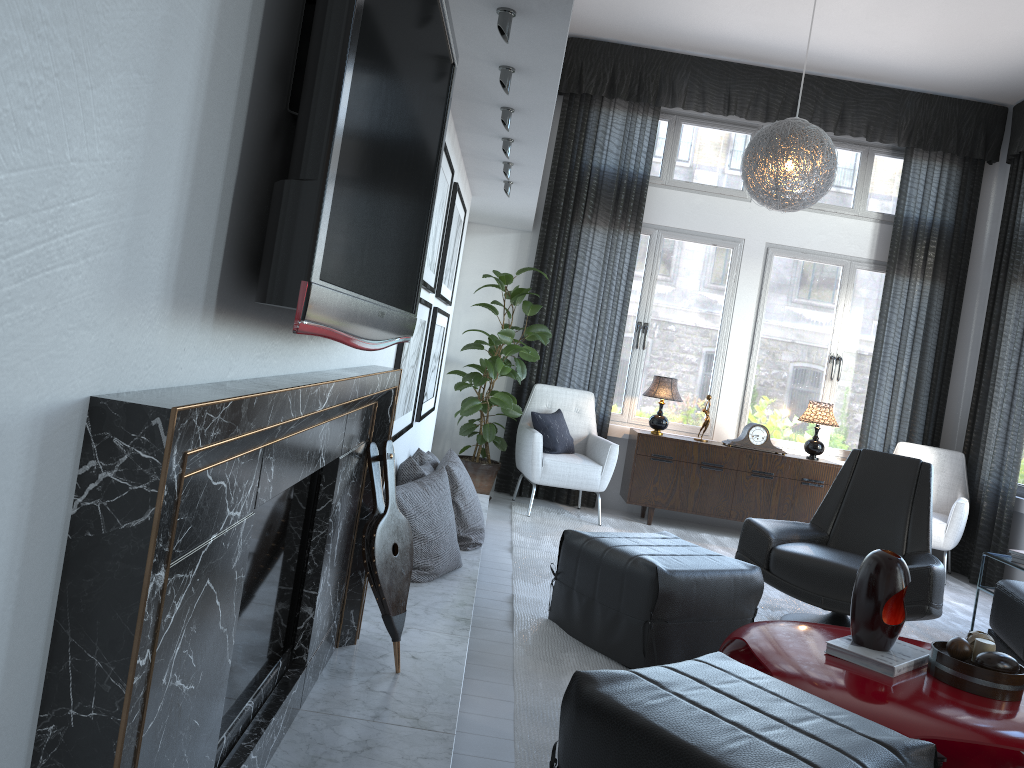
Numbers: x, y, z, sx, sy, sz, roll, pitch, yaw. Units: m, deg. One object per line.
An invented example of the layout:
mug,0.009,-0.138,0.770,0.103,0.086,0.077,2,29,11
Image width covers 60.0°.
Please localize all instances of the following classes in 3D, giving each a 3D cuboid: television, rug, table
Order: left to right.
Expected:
television,-0.255,-0.440,1.641,0.129,0.752,1.159,9,1,0
table,1.130,0.958,2.568,0.942,0.300,0.940,9,2,-1
table,2.568,1.080,4.061,0.593,0.410,0.593,9,1,0
rug,1.466,1.177,2.153,2.954,0.032,7.774,9,2,0

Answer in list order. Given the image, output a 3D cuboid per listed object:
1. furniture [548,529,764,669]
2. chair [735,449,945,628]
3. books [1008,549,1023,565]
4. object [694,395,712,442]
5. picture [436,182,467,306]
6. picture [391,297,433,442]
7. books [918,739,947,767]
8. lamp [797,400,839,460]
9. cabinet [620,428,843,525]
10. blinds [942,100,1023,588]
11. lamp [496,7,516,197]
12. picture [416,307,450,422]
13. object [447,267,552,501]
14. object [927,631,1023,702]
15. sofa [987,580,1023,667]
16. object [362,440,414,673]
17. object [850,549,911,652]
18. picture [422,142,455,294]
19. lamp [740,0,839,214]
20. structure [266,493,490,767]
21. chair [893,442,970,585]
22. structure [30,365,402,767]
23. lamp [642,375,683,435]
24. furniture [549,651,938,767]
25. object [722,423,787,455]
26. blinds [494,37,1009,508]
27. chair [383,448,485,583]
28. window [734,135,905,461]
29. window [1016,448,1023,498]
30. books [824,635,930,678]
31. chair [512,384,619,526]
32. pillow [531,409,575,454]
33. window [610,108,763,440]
furniture,0.535,0.799,3.377,0.597,0.378,0.616,8,2,-37
chair,1.562,0.712,4.001,0.843,0.810,0.802,10,1,38
books,2.484,0.834,4.205,0.214,0.050,0.161,8,2,-28
object,1.326,0.233,6.104,0.096,0.324,0.096,9,0,-1
picture,-0.292,-0.661,4.360,0.020,0.523,0.792,9,1,0
picture,-0.382,-0.063,3.318,0.020,0.523,0.792,9,1,0
books,1.117,1.073,2.586,0.271,0.054,0.205,8,2,-24
lamp,2.091,0.320,6.077,0.281,0.397,0.280,9,1,26
cabinet,1.485,0.731,6.122,1.399,0.613,0.386,9,1,0
blinds,3.298,-0.281,4.700,0.189,3.277,3.214,9,1,-1
lamp,-0.021,-0.938,2.538,0.053,0.081,4.256,9,2,0
picture,-0.382,-0.102,4.359,0.020,0.523,0.792,9,1,0
object,-0.107,-0.009,5.830,0.637,1.589,0.939,9,0,-45
object,1.304,0.775,2.482,0.243,0.133,0.241,10,2,37
sofa,2.356,0.992,2.595,0.936,0.616,1.906,9,2,0
object,-0.326,0.444,2.331,0.175,0.580,0.196,9,0,-20
object,1.072,0.625,2.584,0.152,0.280,0.152,9,1,40
picture,-0.290,-0.621,3.320,0.020,0.523,0.792,9,1,0
lamp,1.603,-1.597,4.933,0.512,1.306,0.515,9,0,-6
structure,-0.330,0.831,1.635,0.393,0.135,7.212,9,2,0
chair,2.707,0.827,5.905,0.595,0.823,0.611,10,1,30
structure,-0.636,0.404,1.644,0.520,0.924,1.687,9,2,0
lamp,1.024,0.148,6.076,0.281,0.397,0.280,9,1,26
furniture,0.458,0.845,1.821,0.612,0.378,0.601,8,2,-42
object,1.675,0.361,6.089,0.406,0.180,0.181,9,1,0
blinds,1.696,-0.600,6.303,3.212,3.278,0.189,9,0,0
chair,-0.291,0.504,3.749,0.391,0.431,1.337,9,2,0
window,2.417,-0.612,6.436,1.268,2.323,0.133,9,0,0
window,3.457,-0.405,5.400,0.133,2.323,1.268,9,0,0
books,1.075,0.782,2.583,0.305,0.030,0.202,7,3,-45
chair,0.346,0.447,5.916,0.593,0.823,0.613,9,1,-10
pillow,0.279,0.317,5.912,0.253,0.296,0.356,10,1,26
window,1.016,-0.837,6.433,1.268,2.323,0.133,9,0,0
